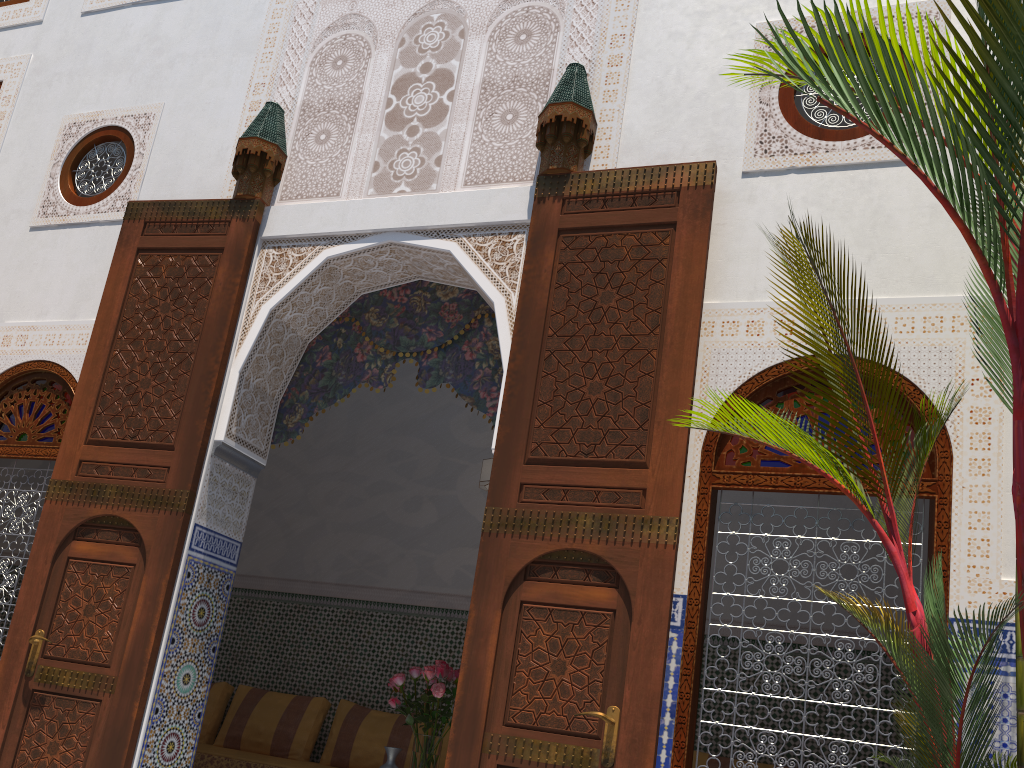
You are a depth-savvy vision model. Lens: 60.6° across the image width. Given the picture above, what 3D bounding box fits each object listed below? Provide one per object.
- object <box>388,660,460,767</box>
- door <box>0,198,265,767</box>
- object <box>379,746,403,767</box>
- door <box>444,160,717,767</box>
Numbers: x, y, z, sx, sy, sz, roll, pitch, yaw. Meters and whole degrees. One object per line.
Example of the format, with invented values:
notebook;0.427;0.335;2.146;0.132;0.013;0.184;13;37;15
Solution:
object;-0.351;1.428;3.596;0.344;0.574;0.452;23;-22;-40
door;-1.377;0.474;3.036;0.581;2.425;0.128;5;-15;16
object;-0.508;1.608;3.612;0.106;0.205;0.111;1;-17;26
door;0.174;0.489;2.494;0.581;2.425;0.128;3;-15;21
